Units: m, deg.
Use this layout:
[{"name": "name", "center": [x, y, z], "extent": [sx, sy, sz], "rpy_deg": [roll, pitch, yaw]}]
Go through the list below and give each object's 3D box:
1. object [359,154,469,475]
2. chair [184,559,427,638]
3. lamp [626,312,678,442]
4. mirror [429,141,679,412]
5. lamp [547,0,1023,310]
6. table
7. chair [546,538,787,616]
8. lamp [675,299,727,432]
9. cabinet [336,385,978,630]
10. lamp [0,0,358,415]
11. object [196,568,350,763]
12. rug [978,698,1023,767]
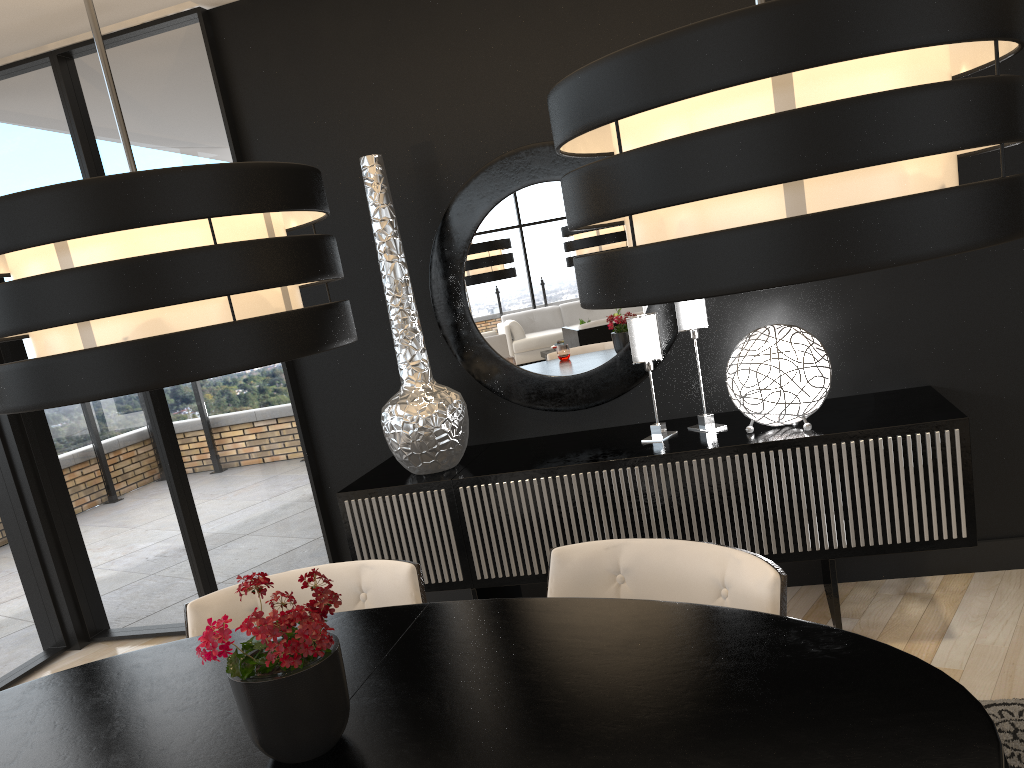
[{"name": "object", "center": [-0.417, -0.253, 3.410], "extent": [0.344, 1.230, 0.336], "rpy_deg": [-5, 13, 24]}, {"name": "chair", "center": [-0.477, 0.926, 2.201], "extent": [0.643, 0.821, 0.605], "rpy_deg": [-10, 11, 1]}, {"name": "lamp", "center": [0.518, -0.025, 3.294], "extent": [0.125, 0.474, 0.129], "rpy_deg": [-1, 15, 37]}, {"name": "mirror", "center": [0.177, -0.417, 3.586], "extent": [1.079, 1.097, 0.024], "rpy_deg": [-8, 13, 16]}, {"name": "lamp", "center": [0.234, -0.794, 0.976], "extent": [0.537, 1.353, 0.524], "rpy_deg": [-7, 12, 15]}, {"name": "table", "center": [-0.267, 0.987, 1.582], "extent": [2.113, 0.783, 1.185], "rpy_deg": [-8, 9, 17]}, {"name": "chair", "center": [0.276, 0.819, 1.946], "extent": [0.643, 0.821, 0.605], "rpy_deg": [-1, 15, 43]}, {"name": "lamp", "center": [0.691, -0.102, 3.292], "extent": [0.124, 0.560, 0.131], "rpy_deg": [-15, 13, -21]}, {"name": "cabinet", "center": [0.524, 0.591, 3.471], "extent": [2.244, 0.781, 0.598], "rpy_deg": [-8, 11, 16]}, {"name": "lamp", "center": [-0.624, -0.666, 1.225], "extent": [0.537, 1.353, 0.524], "rpy_deg": [-7, 12, 15]}, {"name": "object", "center": [-0.373, 0.469, 1.453], "extent": [0.238, 0.303, 0.224], "rpy_deg": [-7, 11, 18]}, {"name": "rug", "center": [-0.255, 1.365, 1.696], "extent": [3.733, 0.011, 2.664], "rpy_deg": [-9, 8, 15]}]
